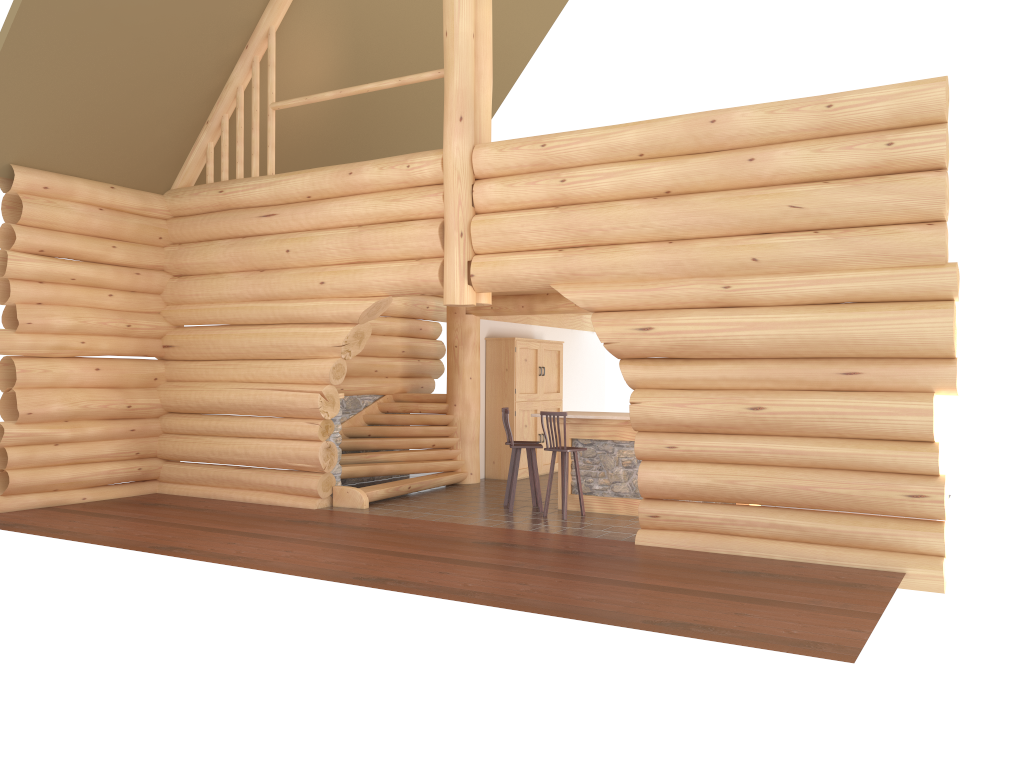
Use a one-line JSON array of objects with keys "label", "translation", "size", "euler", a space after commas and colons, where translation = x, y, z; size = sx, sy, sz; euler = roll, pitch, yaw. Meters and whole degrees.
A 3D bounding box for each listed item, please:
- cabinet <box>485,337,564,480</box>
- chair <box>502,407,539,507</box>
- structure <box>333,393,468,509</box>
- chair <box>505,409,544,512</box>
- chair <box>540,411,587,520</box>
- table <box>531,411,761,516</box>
[{"label": "cabinet", "translation": [0.261, 0.414, 15.827], "size": [0.670, 2.403, 1.847], "euler": [1, 1, 30]}, {"label": "chair", "translation": [0.113, 0.989, 12.133], "size": [0.504, 1.319, 0.406], "euler": [0, 1, 10]}, {"label": "structure", "translation": [-2.092, 0.805, 13.648], "size": [1.951, 1.643, 3.604], "euler": [1, 1, 24]}, {"label": "chair", "translation": [0.156, 0.993, 11.613], "size": [0.504, 1.319, 0.406], "euler": [0, 1, -2]}, {"label": "chair", "translation": [0.645, 1.001, 11.133], "size": [0.406, 1.319, 0.504], "euler": [1, 1, 40]}, {"label": "table", "translation": [1.933, 1.037, 11.486], "size": [3.220, 1.257, 1.196], "euler": [1, 1, 30]}]
